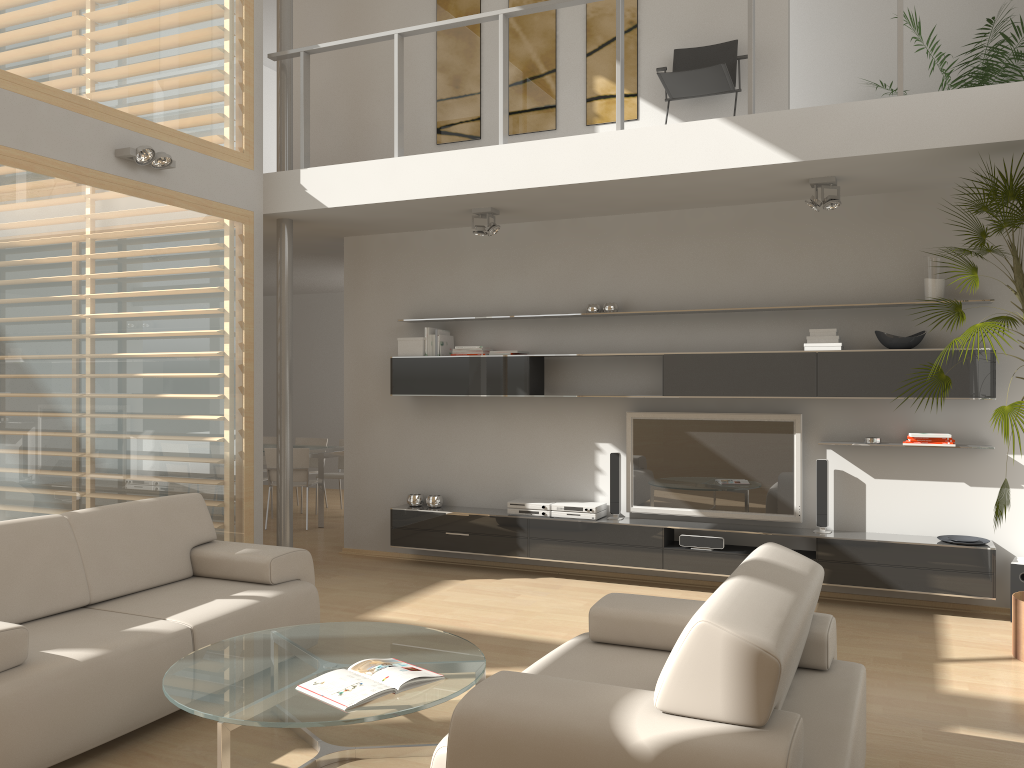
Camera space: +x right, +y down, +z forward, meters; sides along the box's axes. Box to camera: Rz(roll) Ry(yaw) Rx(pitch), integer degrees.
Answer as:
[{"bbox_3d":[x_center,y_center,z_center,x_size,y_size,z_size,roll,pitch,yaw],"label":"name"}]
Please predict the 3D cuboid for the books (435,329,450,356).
[{"bbox_3d":[-0.548,-0.322,7.022,0.021,0.210,0.207,0,0,24],"label":"books"}]

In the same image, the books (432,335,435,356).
[{"bbox_3d":[-0.565,-0.302,7.044,0.027,0.169,0.230,0,0,24],"label":"books"}]

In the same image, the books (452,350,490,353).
[{"bbox_3d":[-0.308,-0.249,6.893,0.254,0.015,0.190,0,0,20],"label":"books"}]

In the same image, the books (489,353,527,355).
[{"bbox_3d":[-0.028,-0.225,6.784,0.190,0.015,0.254,0,0,31],"label":"books"}]

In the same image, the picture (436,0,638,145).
[{"bbox_3d":[0.156,-2.843,6.861,1.684,1.800,0.010,0,0,24],"label":"picture"}]

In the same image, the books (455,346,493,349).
[{"bbox_3d":[-0.294,-0.280,6.898,0.227,0.017,0.230,0,0,19],"label":"books"}]

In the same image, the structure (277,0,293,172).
[{"bbox_3d":[-1.737,-2.756,6.783,0.121,2.400,0.122,0,0,12],"label":"structure"}]

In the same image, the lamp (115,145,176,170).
[{"bbox_3d":[-2.231,-1.386,5.457,0.183,0.110,0.360,0,0,24],"label":"lamp"}]

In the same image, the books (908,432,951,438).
[{"bbox_3d":[2.637,0.322,5.608,0.227,0.017,0.230,0,0,19],"label":"books"}]

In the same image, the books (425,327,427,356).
[{"bbox_3d":[-0.631,-0.330,7.065,0.017,0.227,0.230,0,0,24],"label":"books"}]

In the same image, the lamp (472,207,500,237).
[{"bbox_3d":[-0.186,-1.158,6.388,0.214,0.195,0.150,0,0,24],"label":"lamp"}]

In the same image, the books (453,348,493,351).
[{"bbox_3d":[-0.302,-0.264,6.887,0.254,0.015,0.190,0,0,26],"label":"books"}]

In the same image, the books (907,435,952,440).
[{"bbox_3d":[2.646,0.338,5.619,0.254,0.015,0.190,0,0,26],"label":"books"}]

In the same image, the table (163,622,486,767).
[{"bbox_3d":[-0.700,1.259,3.411,1.198,0.370,1.198,0,0,41],"label":"table"}]

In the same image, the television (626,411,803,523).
[{"bbox_3d":[1.408,0.569,6.254,1.224,0.735,0.096,0,0,24],"label":"television"}]

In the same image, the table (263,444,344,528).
[{"bbox_3d":[-2.708,1.067,9.756,2.199,0.746,0.900,0,0,24],"label":"table"}]

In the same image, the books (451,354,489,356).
[{"bbox_3d":[-0.295,-0.224,6.888,0.297,0.013,0.210,0,0,24],"label":"books"}]

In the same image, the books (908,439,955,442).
[{"bbox_3d":[2.651,0.353,5.613,0.254,0.015,0.190,0,0,20],"label":"books"}]

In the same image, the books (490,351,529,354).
[{"bbox_3d":[-0.018,-0.241,6.774,0.230,0.017,0.227,0,0,24],"label":"books"}]

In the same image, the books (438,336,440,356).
[{"bbox_3d":[-0.534,-0.295,7.017,0.009,0.156,0.207,0,0,24],"label":"books"}]

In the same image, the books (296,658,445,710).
[{"bbox_3d":[-0.503,1.056,3.178,0.297,0.037,0.440,0,0,44],"label":"books"}]

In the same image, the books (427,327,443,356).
[{"bbox_3d":[-0.611,-0.330,7.064,0.017,0.227,0.230,0,0,24],"label":"books"}]

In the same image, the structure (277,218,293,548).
[{"bbox_3d":[-1.737,0.094,6.783,0.121,2.700,0.122,0,0,12],"label":"structure"}]

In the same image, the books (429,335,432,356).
[{"bbox_3d":[-0.594,-0.302,7.047,0.027,0.169,0.230,0,0,24],"label":"books"}]

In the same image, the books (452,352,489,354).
[{"bbox_3d":[-0.299,-0.236,6.890,0.268,0.011,0.190,0,0,26],"label":"books"}]

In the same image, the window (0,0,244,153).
[{"bbox_3d":[-2.449,-2.756,5.225,0.020,2.200,2.525,0,0,24],"label":"window"}]

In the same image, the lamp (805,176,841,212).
[{"bbox_3d":[1.912,-1.158,5.453,0.214,0.195,0.150,0,0,24],"label":"lamp"}]

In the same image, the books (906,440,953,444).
[{"bbox_3d":[2.642,0.367,5.616,0.268,0.011,0.190,0,0,26],"label":"books"}]

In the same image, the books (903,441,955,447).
[{"bbox_3d":[2.638,0.379,5.618,0.296,0.013,0.210,0,0,24],"label":"books"}]

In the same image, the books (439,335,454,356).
[{"bbox_3d":[-0.515,-0.302,7.023,0.023,0.169,0.230,0,0,24],"label":"books"}]

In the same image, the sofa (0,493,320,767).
[{"bbox_3d":[-1.876,1.020,4.027,1.168,0.846,2.093,0,0,24],"label":"sofa"}]

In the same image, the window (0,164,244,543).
[{"bbox_3d":[-2.449,0.094,5.225,0.020,2.500,2.525,0,0,24],"label":"window"}]
